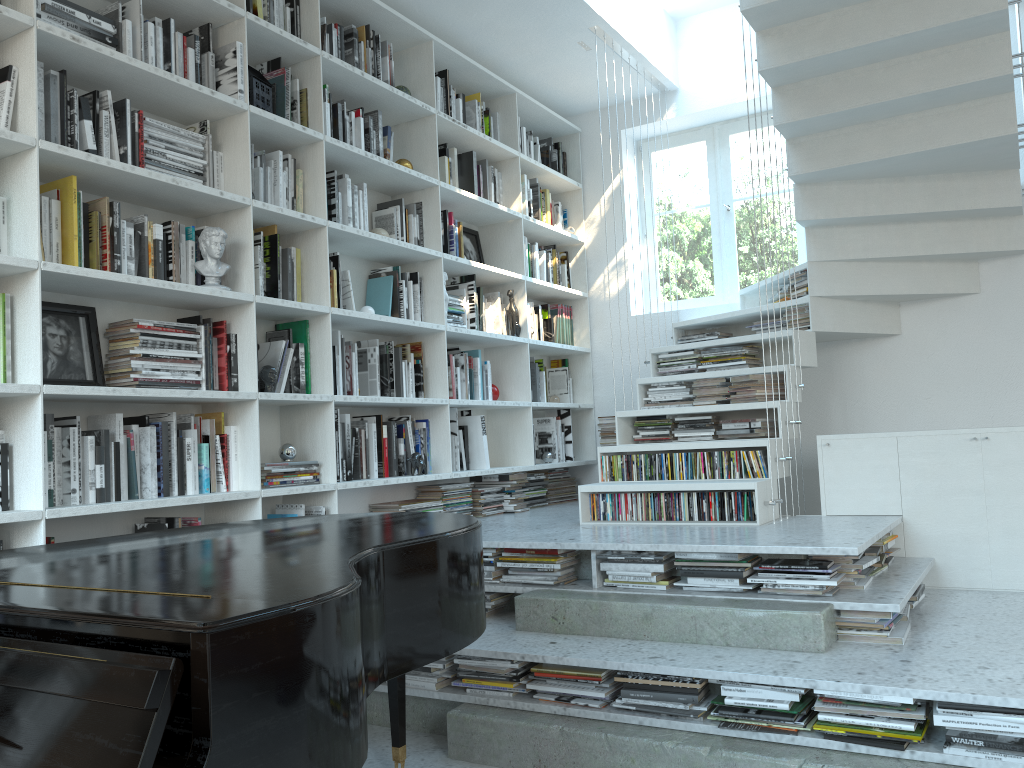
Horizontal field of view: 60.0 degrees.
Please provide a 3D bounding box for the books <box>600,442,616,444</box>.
[{"bbox_3d":[0.647,0.370,5.585,0.116,0.006,0.221,-5,-4,28],"label":"books"}]

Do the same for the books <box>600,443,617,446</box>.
[{"bbox_3d":[0.656,0.378,5.580,0.133,0.012,0.191,-5,-5,33],"label":"books"}]

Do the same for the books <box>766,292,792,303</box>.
[{"bbox_3d":[1.569,-0.488,4.962,0.226,0.013,0.284,-3,-4,3],"label":"books"}]

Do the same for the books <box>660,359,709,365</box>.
[{"bbox_3d":[0.977,-0.117,4.977,0.232,0.011,0.171,-6,-5,41],"label":"books"}]

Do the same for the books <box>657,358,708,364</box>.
[{"bbox_3d":[0.978,-0.127,4.980,0.162,0.008,0.290,1,-5,-40],"label":"books"}]

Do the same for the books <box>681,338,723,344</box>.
[{"bbox_3d":[1.172,-0.250,5.330,0.266,0.010,0.145,-6,-5,39],"label":"books"}]

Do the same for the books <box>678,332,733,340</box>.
[{"bbox_3d":[1.162,-0.280,5.322,0.150,0.017,0.288,1,-5,-44],"label":"books"}]

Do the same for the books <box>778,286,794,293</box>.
[{"bbox_3d":[1.601,-0.527,4.964,0.173,0.014,0.196,-3,-4,0],"label":"books"}]

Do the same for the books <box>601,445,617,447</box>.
[{"bbox_3d":[0.661,0.389,5.576,0.133,0.012,0.251,-5,-4,25],"label":"books"}]

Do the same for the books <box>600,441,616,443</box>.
[{"bbox_3d":[0.648,0.362,5.585,0.118,0.008,0.234,-5,-4,28],"label":"books"}]

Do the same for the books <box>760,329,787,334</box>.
[{"bbox_3d":[1.484,-0.278,4.936,0.175,0.017,0.265,0,-5,-30],"label":"books"}]

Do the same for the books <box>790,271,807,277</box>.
[{"bbox_3d":[1.623,-0.581,4.722,0.261,0.016,0.129,-2,-4,-9],"label":"books"}]

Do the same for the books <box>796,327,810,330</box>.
[{"bbox_3d":[1.597,-0.285,4.737,0.210,0.015,0.130,0,-5,-32],"label":"books"}]

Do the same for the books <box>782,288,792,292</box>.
[{"bbox_3d":[1.596,-0.514,4.963,0.175,0.012,0.265,-3,-4,2],"label":"books"}]

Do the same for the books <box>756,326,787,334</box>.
[{"bbox_3d":[1.501,-0.297,4.949,0.141,0.022,0.230,0,-5,-36],"label":"books"}]

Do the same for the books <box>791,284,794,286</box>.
[{"bbox_3d":[1.609,-0.537,4.965,0.157,0.005,0.268,-3,-4,0],"label":"books"}]

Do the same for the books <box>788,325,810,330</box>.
[{"bbox_3d":[1.609,-0.298,4.720,0.241,0.008,0.168,0,-5,-31],"label":"books"}]

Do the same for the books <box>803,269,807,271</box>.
[{"bbox_3d":[1.626,-0.597,4.704,0.226,0.014,0.160,-2,-4,-7],"label":"books"}]

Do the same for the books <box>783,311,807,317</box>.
[{"bbox_3d":[1.602,-0.368,4.729,0.290,0.006,0.149,0,-5,-30],"label":"books"}]

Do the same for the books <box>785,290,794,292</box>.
[{"bbox_3d":[1.587,-0.501,4.963,0.184,0.013,0.230,-2,-4,-5],"label":"books"}]

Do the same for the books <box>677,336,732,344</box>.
[{"bbox_3d":[1.157,-0.261,5.314,0.169,0.010,0.283,1,-5,-44],"label":"books"}]

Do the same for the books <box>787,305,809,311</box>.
[{"bbox_3d":[1.606,-0.398,4.724,0.266,0.008,0.163,1,-5,-39],"label":"books"}]

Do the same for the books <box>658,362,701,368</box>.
[{"bbox_3d":[0.979,-0.103,4.978,0.184,0.006,0.262,1,-5,-44],"label":"books"}]

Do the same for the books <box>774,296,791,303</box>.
[{"bbox_3d":[1.589,-0.471,4.961,0.184,0.008,0.216,-2,-4,-5],"label":"books"}]

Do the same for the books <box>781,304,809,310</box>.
[{"bbox_3d":[1.598,-0.405,4.735,0.300,0.007,0.159,0,-5,-34],"label":"books"}]

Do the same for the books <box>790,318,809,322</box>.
[{"bbox_3d":[1.602,-0.338,4.730,0.208,0.008,0.144,1,-5,-39],"label":"books"}]

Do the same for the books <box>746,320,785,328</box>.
[{"bbox_3d":[1.481,-0.333,4.939,0.192,0.006,0.299,0,-5,-34],"label":"books"}]

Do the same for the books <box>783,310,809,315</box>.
[{"bbox_3d":[1.601,-0.374,4.731,0.285,0.007,0.159,0,-5,-33],"label":"books"}]

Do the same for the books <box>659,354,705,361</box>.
[{"bbox_3d":[0.992,-0.145,4.995,0.136,0.017,0.298,1,-5,-43],"label":"books"}]

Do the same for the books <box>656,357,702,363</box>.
[{"bbox_3d":[0.978,-0.134,4.980,0.168,0.005,0.292,1,-5,-41],"label":"books"}]

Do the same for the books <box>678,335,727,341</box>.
[{"bbox_3d":[1.154,-0.269,5.311,0.262,0.006,0.184,-6,-5,36],"label":"books"}]

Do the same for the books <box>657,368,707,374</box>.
[{"bbox_3d":[0.979,-0.073,4.975,0.275,0.009,0.176,-6,-5,43],"label":"books"}]

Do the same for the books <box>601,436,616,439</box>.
[{"bbox_3d":[0.648,0.336,5.585,0.119,0.015,0.159,-5,-5,34],"label":"books"}]

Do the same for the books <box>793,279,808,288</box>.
[{"bbox_3d":[1.631,-0.532,4.688,0.212,0.028,0.191,-2,-4,-8],"label":"books"}]

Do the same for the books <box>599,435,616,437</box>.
[{"bbox_3d":[0.660,0.323,5.579,0.150,0.008,0.214,-5,-5,32],"label":"books"}]

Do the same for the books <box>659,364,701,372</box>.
[{"bbox_3d":[0.979,-0.086,4.977,0.166,0.018,0.264,1,-5,-40],"label":"books"}]

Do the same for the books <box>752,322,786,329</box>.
[{"bbox_3d":[1.493,-0.324,4.946,0.161,0.012,0.254,0,-5,-35],"label":"books"}]

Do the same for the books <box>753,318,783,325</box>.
[{"bbox_3d":[1.479,-0.344,4.938,0.182,0.016,0.199,0,-5,-38],"label":"books"}]

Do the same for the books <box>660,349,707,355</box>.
[{"bbox_3d":[0.979,-0.175,4.985,0.165,0.014,0.236,1,-5,-42],"label":"books"}]

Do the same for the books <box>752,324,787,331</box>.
[{"bbox_3d":[1.483,-0.313,4.938,0.170,0.010,0.233,1,-5,-39],"label":"books"}]

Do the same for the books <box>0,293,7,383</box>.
[{"bbox_3d":[-1.580,-0.124,2.670,0.187,0.279,0.011,-5,-4,30],"label":"books"}]

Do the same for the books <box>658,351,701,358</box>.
[{"bbox_3d":[0.972,-0.161,4.978,0.230,0.015,0.190,-7,-5,44],"label":"books"}]

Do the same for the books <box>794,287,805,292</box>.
[{"bbox_3d":[1.628,-0.502,4.711,0.210,0.009,0.133,-2,-4,-6],"label":"books"}]

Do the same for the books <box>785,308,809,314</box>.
[{"bbox_3d":[1.594,-0.384,4.741,0.262,0.016,0.132,0,-5,-36],"label":"books"}]

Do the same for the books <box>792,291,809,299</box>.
[{"bbox_3d":[1.630,-0.473,4.708,0.247,0.015,0.142,-2,-4,-12],"label":"books"}]

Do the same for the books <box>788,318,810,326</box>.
[{"bbox_3d":[1.608,-0.326,4.721,0.238,0.018,0.173,0,-5,-32],"label":"books"}]

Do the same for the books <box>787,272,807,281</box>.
[{"bbox_3d":[1.629,-0.569,4.689,0.283,0.012,0.175,-2,-4,-14],"label":"books"}]

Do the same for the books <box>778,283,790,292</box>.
[{"bbox_3d":[1.608,-0.546,4.965,0.157,0.014,0.300,-3,-4,0],"label":"books"}]

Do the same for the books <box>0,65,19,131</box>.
[{"bbox_3d":[-1.596,-0.837,2.712,0.209,0.237,0.064,-5,-4,30],"label":"books"}]

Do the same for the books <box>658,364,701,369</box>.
[{"bbox_3d":[0.985,-0.097,4.983,0.293,0.005,0.152,-6,-5,42],"label":"books"}]

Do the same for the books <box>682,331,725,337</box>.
[{"bbox_3d":[1.165,-0.293,5.327,0.239,0.008,0.160,-6,-5,39],"label":"books"}]

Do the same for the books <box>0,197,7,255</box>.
[{"bbox_3d":[-1.600,-0.457,2.726,0.126,0.217,0.026,-5,-4,30],"label":"books"}]

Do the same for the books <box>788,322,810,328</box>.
[{"bbox_3d":[1.609,-0.310,4.720,0.223,0.015,0.180,0,-5,-35],"label":"books"}]

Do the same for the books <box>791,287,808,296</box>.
[{"bbox_3d":[1.632,-0.490,4.694,0.250,0.017,0.181,-2,-4,-10],"label":"books"}]

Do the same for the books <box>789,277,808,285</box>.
[{"bbox_3d":[1.625,-0.552,4.720,0.250,0.017,0.135,-2,-4,-10],"label":"books"}]

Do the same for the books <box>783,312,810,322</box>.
[{"bbox_3d":[1.605,-0.354,4.717,0.262,0.023,0.200,0,-5,-32],"label":"books"}]

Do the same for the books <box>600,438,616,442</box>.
[{"bbox_3d":[0.660,0.350,5.578,0.144,0.015,0.206,-5,-4,27],"label":"books"}]

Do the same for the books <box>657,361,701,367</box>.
[{"bbox_3d":[0.977,-0.109,4.976,0.268,0.006,0.170,-6,-5,41],"label":"books"}]

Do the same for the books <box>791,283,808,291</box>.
[{"bbox_3d":[1.631,-0.513,4.693,0.256,0.010,0.163,-2,-4,-14],"label":"books"}]
